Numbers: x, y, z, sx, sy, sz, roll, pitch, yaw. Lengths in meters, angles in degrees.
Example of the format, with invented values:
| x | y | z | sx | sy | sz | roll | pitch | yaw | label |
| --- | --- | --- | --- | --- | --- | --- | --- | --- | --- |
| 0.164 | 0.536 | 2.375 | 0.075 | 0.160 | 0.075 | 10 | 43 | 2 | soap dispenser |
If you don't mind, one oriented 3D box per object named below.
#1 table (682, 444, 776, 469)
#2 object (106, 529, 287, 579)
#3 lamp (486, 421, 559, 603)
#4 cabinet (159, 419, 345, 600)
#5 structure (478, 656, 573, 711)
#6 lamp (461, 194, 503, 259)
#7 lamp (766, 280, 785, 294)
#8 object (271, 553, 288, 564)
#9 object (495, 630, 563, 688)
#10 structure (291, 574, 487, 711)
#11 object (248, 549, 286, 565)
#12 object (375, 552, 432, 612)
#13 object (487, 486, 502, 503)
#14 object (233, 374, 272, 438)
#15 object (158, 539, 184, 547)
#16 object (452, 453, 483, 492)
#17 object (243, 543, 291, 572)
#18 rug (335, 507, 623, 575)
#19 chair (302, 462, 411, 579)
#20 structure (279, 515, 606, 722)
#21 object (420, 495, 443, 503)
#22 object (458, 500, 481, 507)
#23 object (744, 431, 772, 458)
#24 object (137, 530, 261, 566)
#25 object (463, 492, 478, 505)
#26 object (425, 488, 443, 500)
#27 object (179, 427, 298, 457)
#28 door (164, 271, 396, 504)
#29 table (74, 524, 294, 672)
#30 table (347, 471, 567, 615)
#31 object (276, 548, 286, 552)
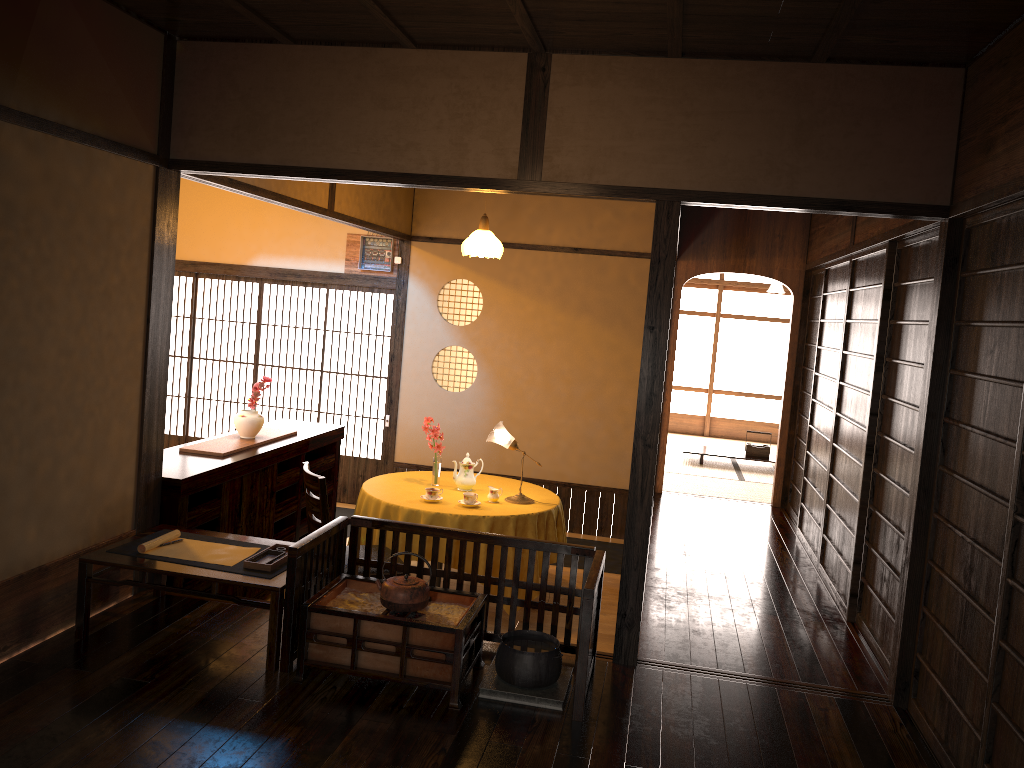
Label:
| x | y | z | sx | sy | sz | roll | pitch | yaw | label |
| --- | --- | --- | --- | --- | --- | --- | --- | --- | --- |
| 2.454 | 0.811 | 9.606 | 1.201 | 0.118 | 0.601 | 6 | 5 | 10 | table |
| -1.287 | 0.726 | 3.826 | 0.761 | 0.003 | 0.406 | 6 | 5 | 13 | object |
| 0.046 | 0.848 | 5.726 | 0.512 | 1.201 | 0.198 | 6 | 4 | 10 | lamp |
| -1.689 | 0.842 | 5.445 | 0.489 | 0.969 | 2.189 | 6 | 5 | 10 | cabinet |
| 0.062 | 1.187 | 3.533 | 0.330 | 0.040 | 0.331 | 6 | 5 | 10 | structure |
| -0.165 | -1.226 | 5.776 | 0.250 | 0.809 | 0.277 | 7 | 4 | 32 | lamp |
| 2.852 | -1.367 | 9.447 | 0.197 | 0.797 | 0.225 | 6 | 4 | 18 | lamp |
| -0.982 | 0.742 | 3.786 | 0.012 | 0.012 | 0.180 | 6 | 5 | 10 | object |
| 0.067 | 1.094 | 3.530 | 0.266 | 0.147 | 0.267 | 3 | 5 | -24 | object |
| -0.467 | 1.010 | 3.548 | 0.666 | 0.299 | 0.453 | 6 | 5 | 10 | structure |
| -1.038 | 0.738 | 3.742 | 0.082 | 0.019 | 0.201 | 6 | 5 | 10 | object |
| -0.421 | 0.776 | 3.530 | 0.198 | 0.216 | 0.198 | 1 | 6 | -41 | object |
| -0.114 | 0.700 | 5.635 | 0.083 | 0.098 | 0.078 | 3 | 4 | -21 | object |
| -1.605 | 0.140 | 5.563 | 0.189 | 0.377 | 0.321 | 6 | 4 | 19 | object |
| -1.493 | 0.696 | 3.883 | 0.012 | 0.010 | 0.141 | 7 | 5 | 25 | object |
| -0.298 | 0.582 | 5.910 | 0.164 | 0.252 | 0.154 | 7 | 4 | 23 | object |
| -1.018 | 0.738 | 3.780 | 0.121 | 0.028 | 0.296 | 6 | 5 | 10 | object |
| -0.536 | 1.256 | 7.367 | 2.956 | 0.005 | 0.903 | 6 | 5 | 10 | rug |
| -0.911 | 0.955 | 4.999 | 0.577 | 0.958 | 0.492 | 3 | 4 | -25 | chair |
| -0.252 | 0.919 | 3.653 | 1.197 | 0.499 | 0.598 | 6 | 4 | 10 | structure |
| -0.500 | 0.716 | 5.504 | 0.144 | 0.024 | 0.144 | 2 | 6 | -30 | object |
| -0.263 | 0.740 | 5.462 | 0.144 | 0.024 | 0.144 | 2 | 6 | -30 | object |
| 2.655 | 0.643 | 9.563 | 0.260 | 0.258 | 0.150 | 6 | 4 | 10 | object |
| -1.339 | 0.702 | 3.821 | 0.430 | 0.038 | 0.276 | 6 | 5 | 10 | object |
| -0.259 | 0.708 | 5.456 | 0.090 | 0.076 | 0.099 | 4 | 4 | -5 | object |
| -0.494 | 0.684 | 5.500 | 0.099 | 0.076 | 0.090 | 8 | 5 | 34 | object |
| -1.651 | 0.346 | 5.447 | 0.267 | 0.020 | 0.999 | 6 | 5 | 10 | object |
| -2.420 | 0.004 | 8.329 | 2.649 | 1.997 | 0.066 | 6 | 4 | 10 | door |
| -1.293 | 0.896 | 3.835 | 0.880 | 0.336 | 0.601 | 6 | 5 | 10 | table |
| -0.362 | 1.054 | 5.894 | 1.445 | 0.694 | 1.445 | 6 | 5 | 10 | table |
| -1.008 | 0.729 | 3.866 | 0.040 | 0.021 | 0.040 | 2 | 5 | -27 | object |
